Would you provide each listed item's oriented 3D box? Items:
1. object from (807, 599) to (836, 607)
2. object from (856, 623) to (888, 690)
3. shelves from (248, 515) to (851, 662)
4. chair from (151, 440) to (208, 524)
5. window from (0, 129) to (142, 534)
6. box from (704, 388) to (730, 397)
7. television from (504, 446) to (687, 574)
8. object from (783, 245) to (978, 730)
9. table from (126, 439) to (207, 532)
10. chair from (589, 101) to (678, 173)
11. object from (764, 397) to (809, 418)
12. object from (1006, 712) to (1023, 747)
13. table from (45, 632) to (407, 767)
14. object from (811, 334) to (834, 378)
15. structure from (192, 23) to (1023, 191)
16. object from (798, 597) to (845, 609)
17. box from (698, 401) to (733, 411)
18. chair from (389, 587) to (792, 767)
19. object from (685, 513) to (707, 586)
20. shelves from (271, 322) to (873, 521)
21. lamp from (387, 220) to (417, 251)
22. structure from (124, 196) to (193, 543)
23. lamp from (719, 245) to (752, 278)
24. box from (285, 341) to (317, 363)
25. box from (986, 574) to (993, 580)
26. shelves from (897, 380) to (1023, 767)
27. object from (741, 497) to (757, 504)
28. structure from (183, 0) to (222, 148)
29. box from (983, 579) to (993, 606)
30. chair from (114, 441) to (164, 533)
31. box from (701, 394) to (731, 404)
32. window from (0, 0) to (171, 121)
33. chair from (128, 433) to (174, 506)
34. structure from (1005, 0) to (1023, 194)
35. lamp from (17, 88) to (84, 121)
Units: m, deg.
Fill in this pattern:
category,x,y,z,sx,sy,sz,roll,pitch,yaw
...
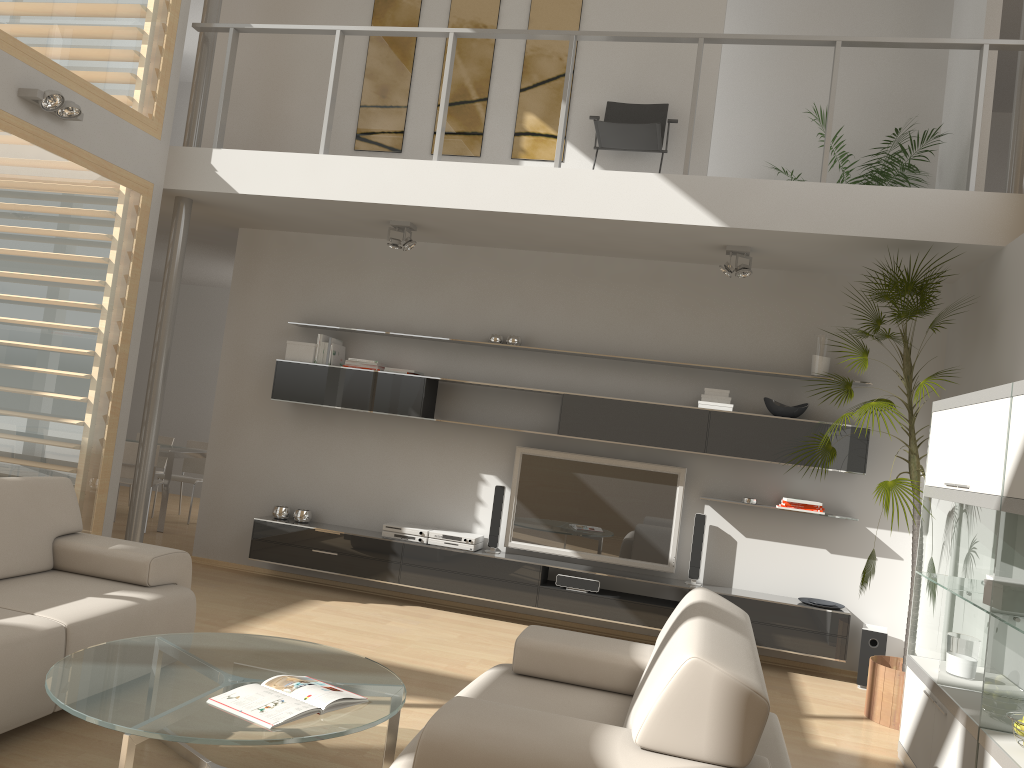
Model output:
category,x,y,z,sx,sy,sz,roll,pitch,yaw
object,2.038,1.448,5.846,0.178,0.020,0.178,7,-3,-4
object,2.328,1.768,5.731,0.150,0.374,0.275,6,-3,24
shelves,0.134,1.400,6.290,4.236,0.312,0.300,7,-3,13
chair,-3.371,1.010,9.265,0.455,0.807,0.501,7,-3,13
window,-2.903,-0.126,4.615,0.020,2.500,2.525,7,-3,13
box,1.413,0.065,6.120,0.168,0.047,0.168,7,-3,13
television,0.588,0.885,6.335,1.224,0.735,0.096,7,-3,13
object,2.174,0.518,4.345,0.983,2.668,2.706,8,-3,-7
table,-4.164,0.924,8.957,2.199,0.746,0.900,7,-3,13
chair,0.817,-1.653,6.219,0.628,0.825,0.537,7,-3,13
object,1.853,0.171,6.007,0.317,0.125,0.223,8,-3,-9
object,1.760,1.179,2.957,0.206,0.105,0.206,9,-3,-32
table,-0.993,1.213,3.110,1.198,0.370,1.198,5,-3,30
object,2.101,-0.183,6.023,0.129,0.291,0.129,8,-3,-15
structure,0.324,-1.785,5.617,5.400,0.900,0.080,7,-3,13
object,2.038,1.450,5.846,0.294,0.020,0.294,9,-4,-37
box,1.403,0.159,6.114,0.232,0.047,0.232,7,-3,13
chair,0.317,1.125,2.896,1.165,0.846,1.562,7,-3,13
object,1.275,1.133,6.099,0.111,0.483,0.116,6,-3,20
shelves,0.284,0.213,6.352,4.236,0.914,0.300,7,-3,13
lamp,-0.773,-1.035,6.252,0.214,0.195,0.150,7,-3,13
structure,-2.516,0.010,6.278,0.121,2.700,0.122,7,-3,1
lamp,1.451,-0.781,5.735,0.214,0.195,0.150,7,-3,13
box,-1.574,-0.233,6.787,0.232,0.149,0.232,7,-3,13
box,2.003,0.835,3.573,0.146,0.094,0.146,6,-3,18
shelves,1.923,0.886,3.176,0.408,1.756,2.432,7,-3,13
object,1.620,0.798,6.058,0.105,0.035,0.106,10,-4,-41
structure,-2.159,-2.813,6.425,0.121,2.400,0.122,7,-3,1
box,1.910,0.814,3.390,0.146,0.094,0.146,7,-3,3
chair,-3.532,0.940,8.314,0.455,0.807,0.501,8,-3,-7
box,1.407,0.112,6.119,0.200,0.047,0.200,7,-3,13
window,-2.546,-2.949,4.763,0.020,2.200,2.525,7,-3,13
chair,-3.986,0.942,9.443,0.455,0.807,0.501,7,-3,13
structure,3.066,-2.217,5.202,0.121,2.400,0.122,9,-4,-35
lamp,-2.551,-1.557,4.961,0.183,0.110,0.360,7,-3,13
